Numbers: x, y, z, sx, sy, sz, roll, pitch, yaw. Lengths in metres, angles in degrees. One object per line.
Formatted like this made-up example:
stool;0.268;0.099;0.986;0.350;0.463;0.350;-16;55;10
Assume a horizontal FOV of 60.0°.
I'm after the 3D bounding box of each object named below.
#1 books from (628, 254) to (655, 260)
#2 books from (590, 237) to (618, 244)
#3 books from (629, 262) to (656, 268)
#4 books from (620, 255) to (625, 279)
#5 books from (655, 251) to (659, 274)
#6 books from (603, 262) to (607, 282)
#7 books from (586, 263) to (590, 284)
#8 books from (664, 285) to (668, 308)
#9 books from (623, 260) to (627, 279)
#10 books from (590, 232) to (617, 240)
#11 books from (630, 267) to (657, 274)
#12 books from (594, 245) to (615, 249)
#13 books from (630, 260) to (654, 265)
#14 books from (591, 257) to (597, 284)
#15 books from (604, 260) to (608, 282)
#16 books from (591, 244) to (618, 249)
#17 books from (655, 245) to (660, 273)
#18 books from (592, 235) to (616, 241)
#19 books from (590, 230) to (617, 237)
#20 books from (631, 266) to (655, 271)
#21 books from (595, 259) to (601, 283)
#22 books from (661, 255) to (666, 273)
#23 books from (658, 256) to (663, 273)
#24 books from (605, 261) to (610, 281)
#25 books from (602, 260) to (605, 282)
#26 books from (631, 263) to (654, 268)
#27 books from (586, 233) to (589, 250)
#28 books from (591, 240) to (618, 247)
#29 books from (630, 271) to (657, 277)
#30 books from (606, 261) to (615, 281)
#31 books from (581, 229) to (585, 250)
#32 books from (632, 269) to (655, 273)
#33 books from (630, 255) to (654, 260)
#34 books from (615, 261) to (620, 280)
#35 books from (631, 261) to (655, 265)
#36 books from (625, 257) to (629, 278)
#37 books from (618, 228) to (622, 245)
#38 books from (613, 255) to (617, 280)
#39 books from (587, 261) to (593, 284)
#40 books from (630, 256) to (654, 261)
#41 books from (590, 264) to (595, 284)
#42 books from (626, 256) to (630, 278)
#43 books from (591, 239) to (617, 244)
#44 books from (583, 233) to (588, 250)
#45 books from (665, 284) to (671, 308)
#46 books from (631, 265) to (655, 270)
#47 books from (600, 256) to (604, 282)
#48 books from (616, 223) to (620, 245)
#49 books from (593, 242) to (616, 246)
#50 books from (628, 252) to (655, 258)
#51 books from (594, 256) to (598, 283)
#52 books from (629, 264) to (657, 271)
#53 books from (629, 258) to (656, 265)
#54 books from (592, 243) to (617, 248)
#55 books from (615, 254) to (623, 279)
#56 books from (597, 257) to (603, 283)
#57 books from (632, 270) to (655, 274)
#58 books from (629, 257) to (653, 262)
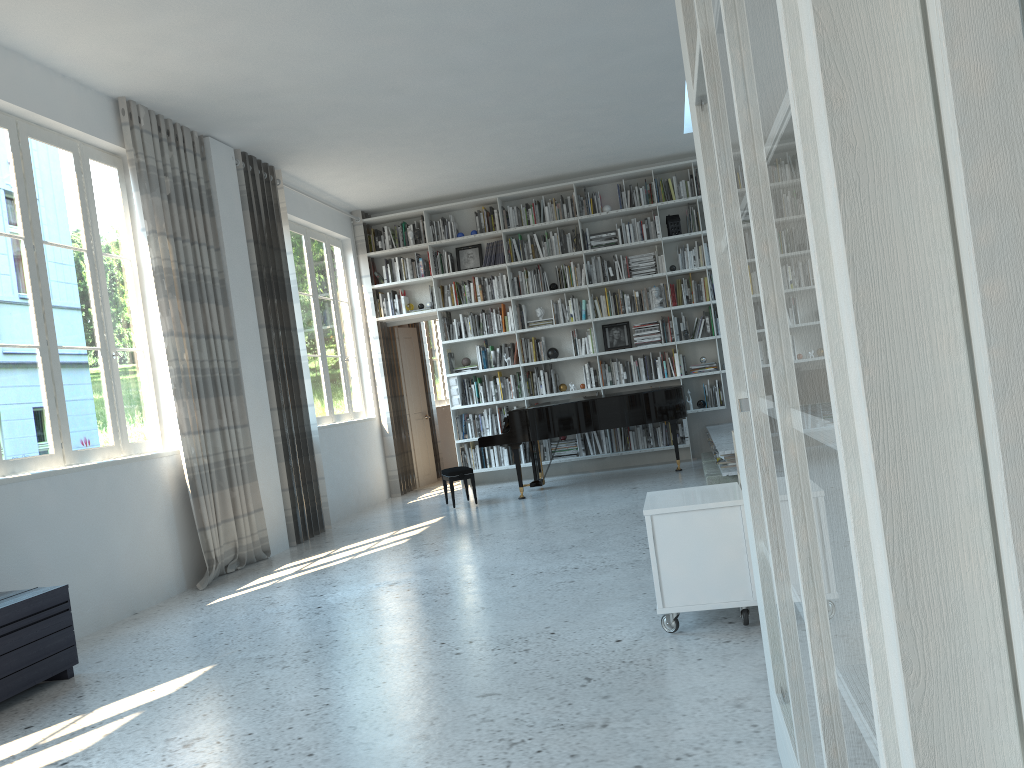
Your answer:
books;1.398;-1.370;9.571;0.285;0.012;0.159;-8;0;6
books;1.004;-1.554;9.637;0.285;0.024;0.159;-8;0;16
books;1.411;-1.284;9.576;0.285;0.012;0.159;-8;0;14
books;1.202;-1.250;9.601;0.021;0.269;0.191;-8;0;10
books;1.563;-1.293;9.535;0.012;0.254;0.161;-8;0;10
books;1.017;-1.206;9.650;0.014;0.233;0.147;-8;0;10
books;0.840;-1.192;9.690;0.012;0.254;0.161;-8;0;10
books;1.664;-0.938;9.547;0.014;0.261;0.137;-8;0;10
books;1.231;-1.227;9.612;0.024;0.216;0.132;-8;0;10
books;0.999;-1.603;9.644;0.285;0.024;0.159;-8;0;13
books;1.419;-1.225;9.576;0.285;0.012;0.159;-8;0;8
books;1.014;-1.476;9.641;0.254;0.012;0.161;-8;0;15
books;1.408;-1.309;9.578;0.254;0.012;0.161;-8;0;13
books;0.905;-1.222;9.665;0.026;0.297;0.179;-8;0;10
books;1.028;-1.216;9.644;0.014;0.250;0.172;-8;0;10
books;1.013;-1.488;9.643;0.285;0.012;0.159;-8;0;14
books;1.574;-1.327;9.548;0.012;0.319;0.139;-8;0;10
books;1.001;-1.579;9.640;0.254;0.025;0.161;-8;0;7
books;0.996;-1.627;9.649;0.285;0.024;0.159;-8;0;11
books;1.418;-1.237;9.578;0.254;0.012;0.161;-8;0;13
books;0.944;-1.212;9.650;0.025;0.266;0.185;-8;0;10
books;1.631;-1.277;9.542;0.030;0.205;0.158;-8;0;10
books;1.602;-1.270;9.542;0.030;0.198;0.172;-8;0;10
books;1.042;-1.213;9.643;0.011;0.239;0.147;-8;0;10
books;1.003;-1.213;9.652;0.011;0.252;0.153;-8;0;10
books;1.413;-1.272;9.580;0.254;0.012;0.161;-8;0;12
books;0.829;-1.542;9.674;0.013;0.218;0.141;-8;0;10
books;1.008;-1.525;9.642;0.285;0.012;0.159;-8;0;8
books;1.426;-1.189;9.581;0.285;0.012;0.159;-8;0;12
books;1.079;-1.216;9.630;0.066;0.236;0.153;-8;0;10
books;0.790;-1.555;9.688;0.012;0.254;0.161;-8;0;10
books;1.422;-1.213;9.580;0.254;0.012;0.161;-8;0;10
books;1.402;-1.359;9.582;0.254;0.012;0.161;-8;0;11
books;1.147;-1.216;9.623;0.024;0.216;0.148;-8;0;10
books;1.409;-1.296;9.576;0.254;0.012;0.161;-8;0;8
books;1.246;-1.244;9.600;0.015;0.245;0.183;-8;0;10
books;1.172;-1.575;9.600;0.025;0.187;0.193;-8;0;10
books;1.121;-1.247;9.634;0.022;0.285;0.130;-8;0;10
books;0.856;-1.200;9.676;0.026;0.267;0.170;-8;0;10
books;1.403;-1.346;9.578;0.254;0.012;0.161;-8;0;13
books;0.887;-1.185;9.687;0.027;0.228;0.147;-8;0;10
books;1.258;-1.246;9.585;0.013;0.247;0.176;-8;0;10
books;1.007;-1.537;9.645;0.285;0.012;0.159;-8;0;9
books;0.809;-1.531;9.665;0.027;0.201;0.167;-8;0;10
books;1.682;-0.943;9.551;0.023;0.265;0.107;-8;0;10
books;1.417;-1.249;9.578;0.254;0.012;0.161;-8;0;9
books;0.989;-1.236;9.651;0.011;0.300;0.179;-8;0;10
books;1.151;-1.605;9.608;0.012;0.254;0.161;-8;0;10
books;1.010;-1.513;9.643;0.254;0.012;0.161;-8;0;8
books;1.398;-1.382;9.578;0.285;0.012;0.159;-8;0;13
books;0.927;-1.233;9.680;0.014;0.313;0.133;-8;0;10
books;1.415;-1.260;9.581;0.285;0.012;0.159;-8;0;12
books;1.407;-1.321;9.580;0.285;0.012;0.159;-8;0;10
books;1.010;-1.500;9.638;0.254;0.012;0.161;-8;0;16
books;1.169;-1.256;9.621;0.049;0.291;0.162;-8;0;10
books;0.972;-1.231;9.663;0.029;0.295;0.151;-8;0;10
books;1.424;-1.201;9.583;0.254;0.012;0.161;-8;0;11
books;1.404;-1.333;9.571;0.254;0.012;0.161;-8;0;16
